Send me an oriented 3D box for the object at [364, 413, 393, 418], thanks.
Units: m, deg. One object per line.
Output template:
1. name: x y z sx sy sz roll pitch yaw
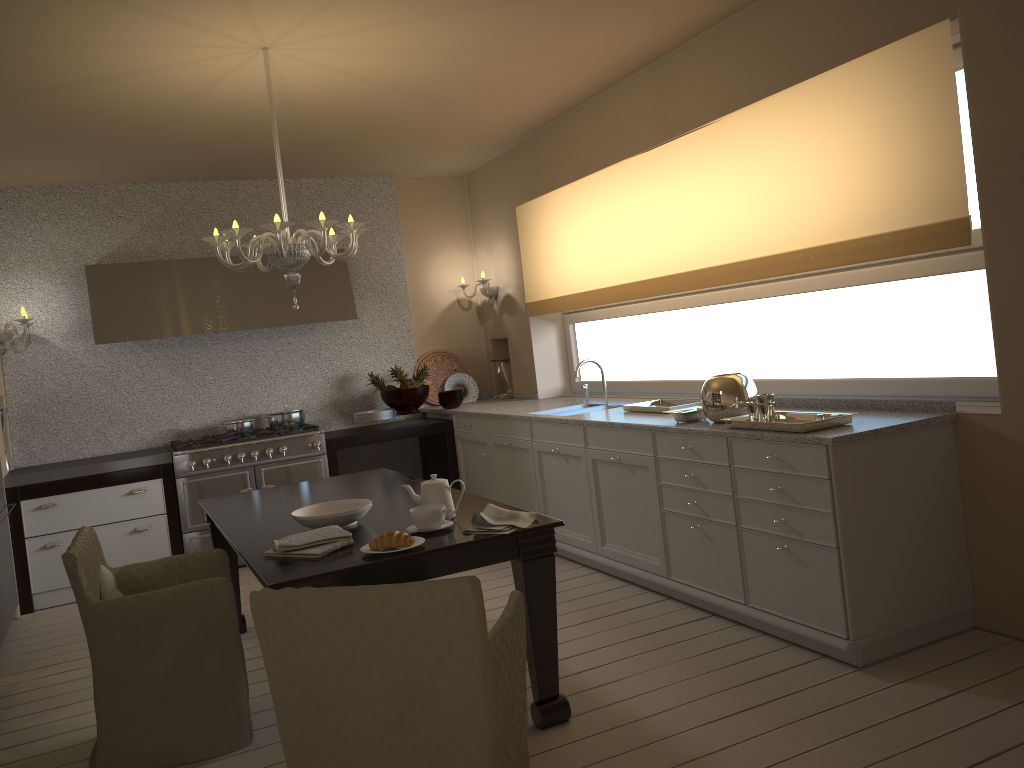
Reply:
1. object: -0.945 0.220 6.105 0.279 0.011 0.278 -9 4 -37

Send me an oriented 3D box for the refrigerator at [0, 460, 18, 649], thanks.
1. refrigerator: -2.913 0.411 4.308 0.742 1.733 1.102 -7 1 -25

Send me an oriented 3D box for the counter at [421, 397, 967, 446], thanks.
1. counter: 0.468 0.133 4.994 0.653 0.068 4.236 -8 3 -24

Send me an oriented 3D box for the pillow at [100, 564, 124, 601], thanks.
1. pillow: -1.305 0.762 3.022 0.192 0.294 0.440 -7 2 -25

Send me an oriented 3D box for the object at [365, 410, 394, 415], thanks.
1. object: -0.947 0.201 6.104 0.279 0.011 0.278 -9 4 -37

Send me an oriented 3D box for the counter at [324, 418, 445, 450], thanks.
1. counter: -0.938 0.345 6.247 0.766 0.079 0.600 -8 3 -25

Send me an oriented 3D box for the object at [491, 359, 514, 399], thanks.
1. object: 0.048 -0.057 6.841 0.391 0.306 0.382 -8 2 -25

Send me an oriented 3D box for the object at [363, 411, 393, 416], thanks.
1. object: -0.947 0.206 6.105 0.279 0.011 0.278 -9 4 -37

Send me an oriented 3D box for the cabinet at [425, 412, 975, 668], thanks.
1. cabinet: 0.566 0.533 5.027 0.848 0.770 4.218 -8 3 -24

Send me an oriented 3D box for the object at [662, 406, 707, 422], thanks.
1. object: 0.782 0.134 3.868 0.197 0.048 0.153 -8 3 -25

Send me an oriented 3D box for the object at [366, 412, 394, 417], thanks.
1. object: -0.946 0.214 6.105 0.279 0.011 0.278 -9 4 -37

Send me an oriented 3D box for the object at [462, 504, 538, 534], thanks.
1. object: -0.032 0.420 2.812 0.196 0.063 0.205 -5 3 28

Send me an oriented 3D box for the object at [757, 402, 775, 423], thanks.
1. object: 0.966 0.114 3.351 0.063 0.090 0.063 -5 2 38

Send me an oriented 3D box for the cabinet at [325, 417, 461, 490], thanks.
1. cabinet: -0.900 0.665 6.251 0.897 0.724 0.599 -8 2 -25

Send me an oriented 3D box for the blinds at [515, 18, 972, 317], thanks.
1. blinds: 0.800 -0.862 4.651 0.022 0.782 3.546 -7 3 -25

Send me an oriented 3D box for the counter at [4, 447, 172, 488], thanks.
1. counter: -2.599 0.505 5.480 0.897 0.062 0.600 -8 3 -25

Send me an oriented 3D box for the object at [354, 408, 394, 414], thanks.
1. object: -0.948 0.192 6.105 0.279 0.011 0.278 -9 4 -37

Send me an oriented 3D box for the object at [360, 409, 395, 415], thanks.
1. object: -0.948 0.198 6.105 0.279 0.011 0.278 -9 4 -37

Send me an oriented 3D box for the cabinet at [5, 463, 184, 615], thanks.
1. cabinet: -2.547 0.897 5.473 0.897 0.724 0.636 -8 2 -25

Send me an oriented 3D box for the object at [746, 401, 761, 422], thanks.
1. object: 0.941 0.114 3.420 0.063 0.090 0.063 -5 2 38

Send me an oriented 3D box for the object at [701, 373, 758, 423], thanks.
1. object: 0.911 0.058 3.711 0.235 0.195 0.235 -7 2 -8

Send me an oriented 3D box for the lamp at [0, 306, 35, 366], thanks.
1. lamp: -3.038 -0.284 5.391 0.269 0.340 0.479 -7 2 -26

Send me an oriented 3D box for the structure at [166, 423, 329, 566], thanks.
1. structure: -1.711 0.726 5.820 0.930 0.804 0.704 -8 2 -25

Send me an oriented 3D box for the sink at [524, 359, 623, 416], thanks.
1. sink: 0.374 0.105 5.103 0.459 0.481 0.538 -7 2 -25

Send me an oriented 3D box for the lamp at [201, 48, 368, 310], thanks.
1. lamp: -0.978 -0.872 3.747 0.675 1.127 0.701 -7 1 -6

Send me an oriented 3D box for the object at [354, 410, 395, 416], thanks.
1. object: -0.947 0.203 6.105 0.279 0.011 0.278 -9 4 -37

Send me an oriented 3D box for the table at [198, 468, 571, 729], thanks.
1. table: -0.624 0.814 3.499 0.920 0.653 1.989 -8 3 -24

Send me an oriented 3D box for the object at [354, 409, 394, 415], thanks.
1. object: -0.948 0.195 6.105 0.279 0.011 0.278 -9 4 -37

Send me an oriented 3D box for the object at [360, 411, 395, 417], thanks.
1. object: -0.946 0.211 6.104 0.279 0.011 0.278 -9 4 -37

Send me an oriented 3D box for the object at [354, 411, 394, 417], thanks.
1. object: -0.947 0.209 6.105 0.279 0.011 0.278 -9 4 -37

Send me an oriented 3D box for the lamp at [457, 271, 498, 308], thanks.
1. lamp: -0.217 -0.704 6.694 0.265 0.266 0.479 -8 3 -26

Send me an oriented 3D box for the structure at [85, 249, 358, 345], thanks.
1. structure: -1.938 -0.597 5.987 1.664 0.510 0.479 -8 2 -25

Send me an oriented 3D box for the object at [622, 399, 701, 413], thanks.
1. object: 0.776 0.112 4.498 0.241 0.030 0.428 -8 3 -24

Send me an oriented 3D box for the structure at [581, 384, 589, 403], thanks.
1. structure: 0.458 0.071 5.492 0.037 0.135 0.024 -7 1 -25

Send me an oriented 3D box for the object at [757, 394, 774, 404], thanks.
1. object: 0.962 0.085 3.351 0.063 0.090 0.063 -5 2 38

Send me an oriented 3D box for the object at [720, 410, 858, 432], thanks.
1. object: 1.034 0.139 3.341 0.275 0.034 0.446 -8 3 -24

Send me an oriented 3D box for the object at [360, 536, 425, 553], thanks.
1. object: -0.358 0.490 2.667 0.194 0.014 0.195 -4 4 41
